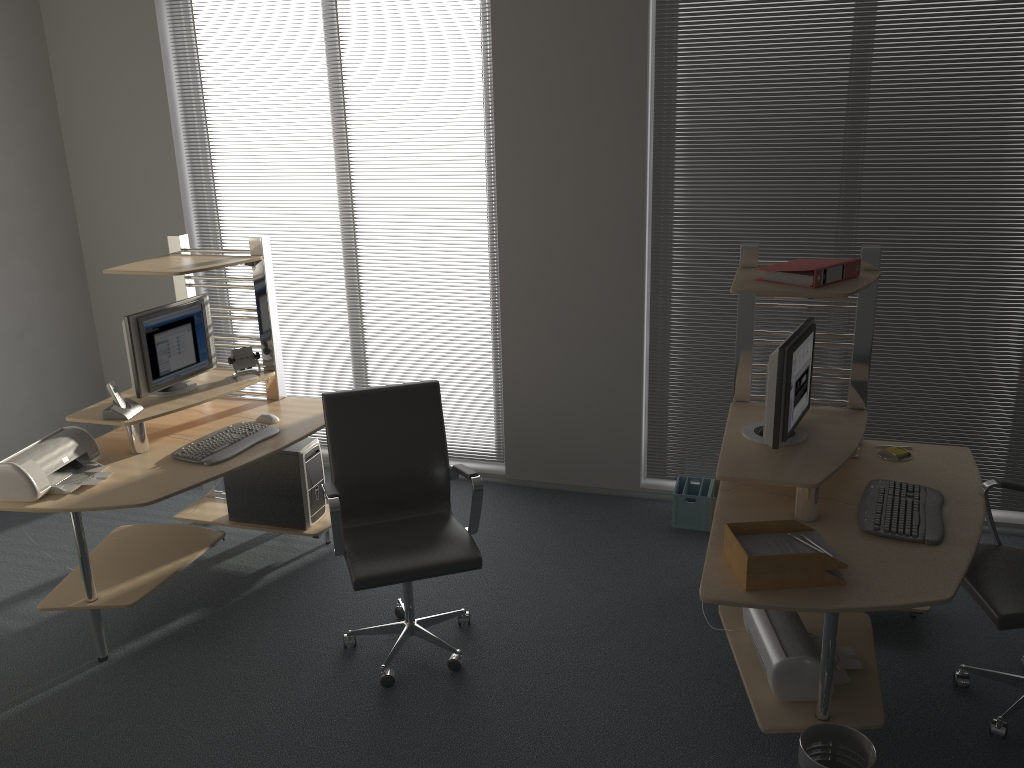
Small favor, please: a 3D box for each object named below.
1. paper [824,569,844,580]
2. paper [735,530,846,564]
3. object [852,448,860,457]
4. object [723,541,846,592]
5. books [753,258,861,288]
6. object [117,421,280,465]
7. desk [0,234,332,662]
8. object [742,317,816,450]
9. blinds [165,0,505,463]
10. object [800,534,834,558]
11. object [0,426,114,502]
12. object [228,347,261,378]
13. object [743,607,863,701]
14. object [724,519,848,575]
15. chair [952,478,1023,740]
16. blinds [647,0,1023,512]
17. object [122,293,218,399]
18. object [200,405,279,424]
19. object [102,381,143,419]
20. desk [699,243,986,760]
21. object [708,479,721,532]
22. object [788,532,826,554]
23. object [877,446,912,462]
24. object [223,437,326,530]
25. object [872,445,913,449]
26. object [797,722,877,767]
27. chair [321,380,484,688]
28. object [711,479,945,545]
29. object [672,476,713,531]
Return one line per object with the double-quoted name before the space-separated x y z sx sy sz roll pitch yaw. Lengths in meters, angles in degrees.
"paper" 0.845 0.564 2.764 0.297 0.019 0.210 -3 17 -3
"paper" 0.844 0.514 2.748 0.297 0.010 0.210 -3 17 -3
"object" 1.371 0.265 3.657 0.022 0.042 0.134 -12 20 -29
"object" 0.844 0.552 2.760 0.309 0.060 0.225 -3 17 -3
"books" 1.131 -0.441 3.398 0.320 0.072 0.262 -16 22 -38
"object" -1.517 0.253 4.071 0.814 0.082 0.478 6 19 24
"desk" -1.448 0.227 3.942 0.967 1.566 1.469 4 18 17
"object" 1.020 -0.005 3.393 0.245 0.418 0.516 12 22 37
"blinds" -1.012 -0.903 5.192 1.950 2.749 0.037 4 18 17
"object" 0.946 0.502 2.751 0.008 0.009 0.159 -7 18 -18
"object" -1.812 0.317 3.583 0.351 0.162 0.438 1 18 9
"object" -1.335 -0.111 4.419 0.154 0.135 0.093 -14 21 -34
"object" 1.010 0.881 3.031 0.351 0.162 0.438 -1 17 2
"object" 0.842 0.498 2.743 0.309 0.060 0.225 -3 17 -3
"chair" 1.898 0.681 3.051 0.652 1.048 0.584 -1 17 4
"blinds" 1.668 -0.729 4.393 1.950 2.770 0.022 4 18 17
"object" -1.631 -0.176 4.182 0.245 0.418 0.516 9 20 31
"object" -1.446 0.148 4.389 0.742 0.088 0.168 4 18 19
"object" -1.713 0.062 3.878 0.119 0.151 0.150 -1 17 3
"desk" 1.225 0.400 3.144 0.967 1.566 1.469 4 18 17
"object" 1.138 0.649 4.668 0.185 0.202 0.245 4 18 17
"object" 0.919 0.498 2.765 0.008 0.009 0.159 -10 19 -26
"object" 1.563 0.279 3.620 0.132 0.026 0.132 4 18 17
"object" -1.209 0.490 4.528 0.471 0.422 0.199 4 18 17
"object" 1.585 0.262 3.698 0.158 0.011 0.011 3 18 14
"object" 0.936 1.214 2.588 0.208 0.377 0.208 -11 20 -28
"chair" -0.435 0.593 3.545 0.584 1.048 0.652 -7 18 -16
"object" 1.129 0.436 3.243 0.814 0.082 0.478 6 19 24
"object" 0.961 0.638 4.721 0.185 0.202 0.245 4 18 17
